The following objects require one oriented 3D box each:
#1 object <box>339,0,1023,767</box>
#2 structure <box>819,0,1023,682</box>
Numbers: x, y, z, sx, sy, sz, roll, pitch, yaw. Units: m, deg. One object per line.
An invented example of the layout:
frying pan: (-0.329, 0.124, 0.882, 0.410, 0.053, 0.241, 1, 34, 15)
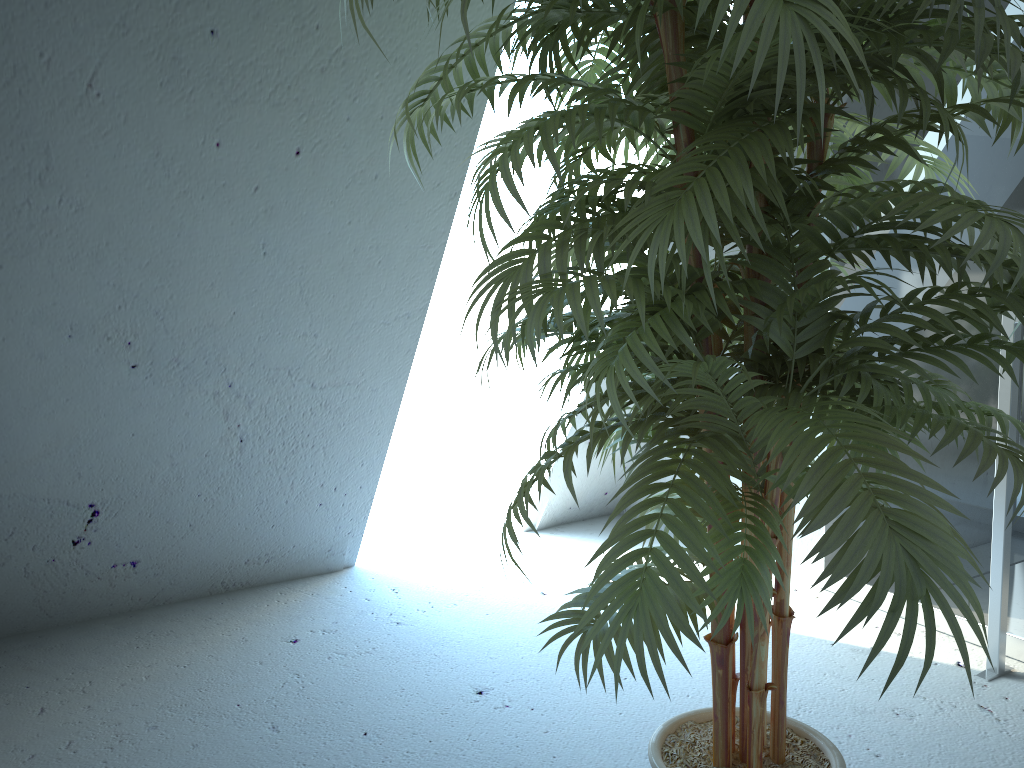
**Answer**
object: (0.321, -0.205, 1.233, 1.020, 2.034, 0.980, 1, 8, 18)
structure: (1.737, -0.378, 1.971, 1.184, 2.114, 1.835, -6, 9, -30)
